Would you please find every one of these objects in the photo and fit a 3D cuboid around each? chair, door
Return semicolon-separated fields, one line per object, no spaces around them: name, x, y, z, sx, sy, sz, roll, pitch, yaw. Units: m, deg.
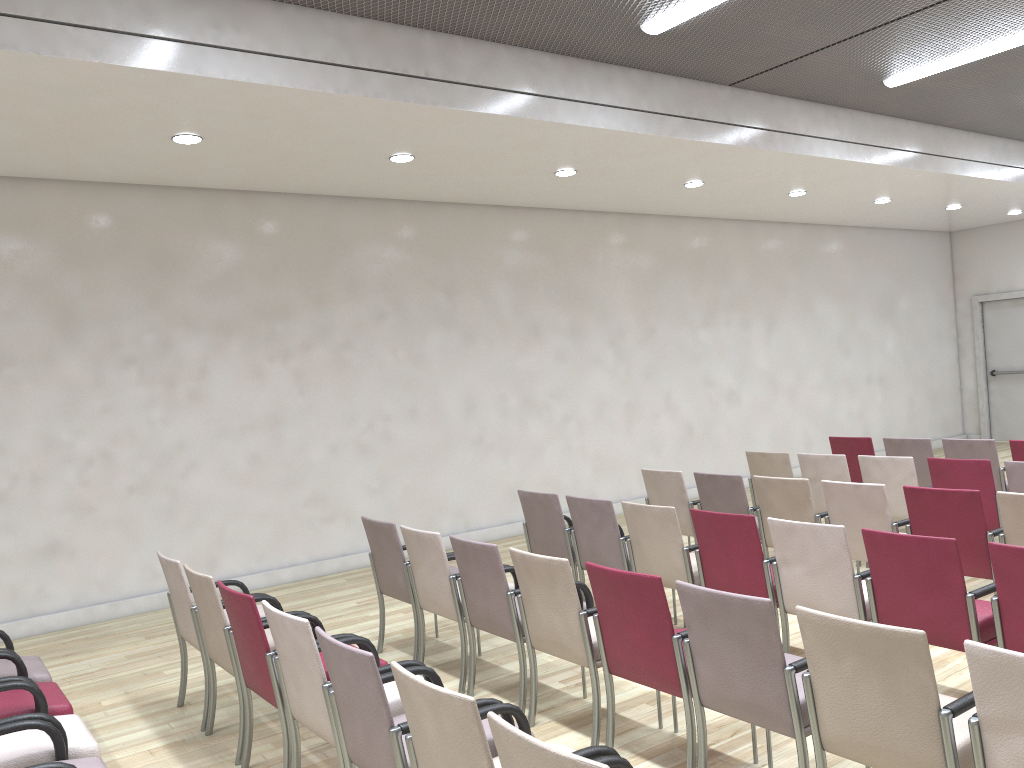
chair;2.706;1.015;5.233;0.640;0.890;0.513;-5;1;-36
chair;3.074;0.966;6.860;0.640;0.890;0.513;-5;1;-36
chair;3.751;0.900;8.009;0.640;0.890;0.513;-5;1;-35
chair;-1.567;1.339;4.904;0.640;0.890;0.513;-5;1;-35
chair;2.385;1.033;5.687;0.640;0.890;0.513;-5;1;-35
chair;1.661;1.130;2.477;0.640;0.890;0.513;-5;1;-36
chair;0.035;1.249;2.664;0.640;0.890;0.513;-5;1;-36
chair;-2.556;1.423;4.188;0.640;0.890;0.513;-5;1;-35
chair;-0.557;1.254;5.614;0.640;0.890;0.513;-5;1;-35
chair;-0.607;1.285;3.567;0.640;0.890;0.513;-5;1;-36
chair;2.749;0.984;7.297;0.640;0.890;0.513;-5;1;-35
door;8.362;-0.277;13.592;0.200;2.400;2.373;-5;1;-35
chair;0.385;1.202;4.259;0.640;0.890;0.513;-5;1;-35
chair;2.070;1.050;6.151;0.640;0.890;0.513;-5;1;-36
chair;-0.253;1.237;5.161;0.640;0.890;0.513;-5;1;-35
chair;-1.254;1.321;4.460;0.640;0.890;0.513;-5;1;-35
chair;-2.238;1.405;3.742;0.640;0.890;0.513;-5;1;-36
chair;-0.932;1.304;4.004;0.640;0.890;0.513;-5;1;-36
chair;3.704;0.931;5.950;0.640;0.890;0.513;-5;1;-35
chair;3.024;0.997;4.802;0.640;0.890;0.513;-5;1;-36
chair;1.069;1.135;5.432;0.640;0.890;0.513;-5;1;-35
chair;-1.914;1.387;3.291;0.640;0.890;0.513;-5;1;-35
chair;0.337;1.233;2.211;0.640;0.890;0.513;-5;1;-36
chair;1.705;1.099;4.537;0.640;0.890;0.513;-5;1;-35
chair;3.425;0.918;8.466;0.640;0.890;0.513;-5;1;-35
chair;0.065;1.219;4.714;0.640;0.890;0.513;-5;1;-35
chair;1.023;1.166;3.383;0.640;0.890;0.513;-5;1;-35
chair;0.754;1.152;5.874;0.640;0.890;0.513;-5;1;-36
chair;0.438;1.170;6.330;0.640;0.890;0.513;-5;1;-36
chair;1.335;1.148;2.929;0.640;0.890;0.513;-5;1;-36
chair;3.400;0.947;6.405;0.640;0.890;0.513;-5;1;-35
chair;-1.615;1.370;2.839;0.640;0.890;0.513;-5;1;-35
chair;2.439;1.001;7.752;0.640;0.890;0.513;-5;1;-36
chair;1.748;1.069;6.586;0.640;0.890;0.513;-5;1;-36
chair;4.389;0.864;7.115;0.640;0.890;0.513;-5;1;-36
chair;1.425;1.087;7.039;0.640;0.890;0.513;-5;1;-35
chair;-0.293;1.268;3.106;0.640;0.890;0.513;-5;1;-35
chair;2.350;1.063;3.630;0.640;0.890;0.513;-5;1;-35
chair;4.074;0.881;7.573;0.640;0.890;0.513;-5;1;-35
chair;2.013;1.082;4.088;0.640;0.890;0.513;-5;1;-35
chair;0.715;1.183;3.827;0.640;0.890;0.513;-5;1;-36
chair;1.399;1.116;4.983;0.640;0.890;0.513;-5;1;-36

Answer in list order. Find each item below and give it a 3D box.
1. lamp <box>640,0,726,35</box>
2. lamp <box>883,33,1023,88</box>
lamp;1.901;-2.461;4.709;0.198;0.045;3.304;-5;1;-35
lamp;4.242;-2.659;6.377;0.198;0.045;3.304;-5;1;-35
